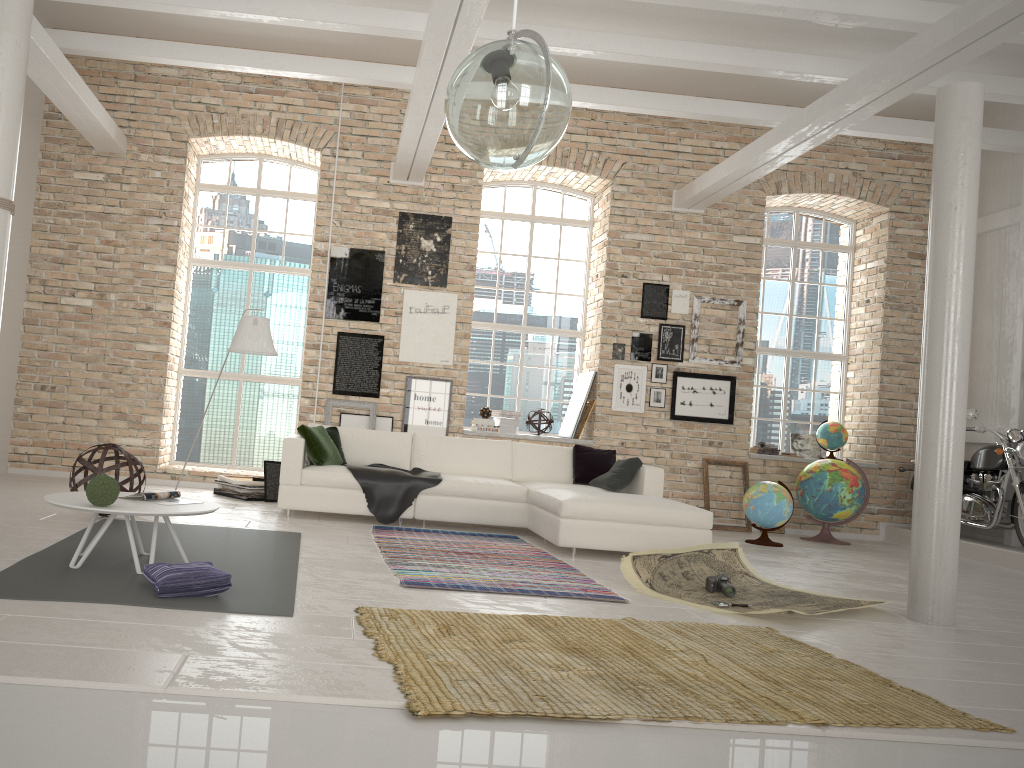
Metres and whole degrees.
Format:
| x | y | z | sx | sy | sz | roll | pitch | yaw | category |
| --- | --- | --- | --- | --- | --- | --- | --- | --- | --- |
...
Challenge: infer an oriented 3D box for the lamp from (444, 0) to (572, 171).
| x | y | z | sx | sy | sz | roll | pitch | yaw | category |
| --- | --- | --- | --- | --- | --- | --- | --- | --- | --- |
| 0.023 | -1.623 | 3.556 | 0.513 | 1.598 | 0.491 | 4 | -3 | 7 | lamp |

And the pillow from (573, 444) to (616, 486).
| x | y | z | sx | sy | sz | roll | pitch | yaw | category |
| --- | --- | --- | --- | --- | --- | --- | --- | --- | --- |
| 0.771 | 0.772 | 8.307 | 0.423 | 0.390 | 0.244 | 5 | -3 | -5 | pillow |

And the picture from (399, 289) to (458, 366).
| x | y | z | sx | sy | sz | roll | pitch | yaw | category |
| --- | --- | --- | --- | --- | --- | --- | --- | --- | --- |
| -0.909 | -0.612 | 9.675 | 0.585 | 0.784 | 0.037 | 5 | -2 | -3 | picture |

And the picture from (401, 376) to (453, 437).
| x | y | z | sx | sy | sz | roll | pitch | yaw | category |
| --- | --- | --- | --- | --- | --- | --- | --- | --- | --- |
| -0.923 | 0.308 | 9.640 | 0.514 | 0.756 | 0.012 | 5 | -2 | -3 | picture |

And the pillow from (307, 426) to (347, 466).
| x | y | z | sx | sy | sz | roll | pitch | yaw | category |
| --- | --- | --- | --- | --- | --- | --- | --- | --- | --- |
| -1.714 | 0.563 | 8.115 | 0.335 | 0.365 | 0.384 | 2 | -3 | 39 | pillow |

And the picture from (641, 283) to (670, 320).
| x | y | z | sx | sy | sz | roll | pitch | yaw | category |
| --- | --- | --- | --- | --- | --- | --- | --- | --- | --- |
| 1.580 | -0.911 | 9.836 | 0.293 | 0.394 | 0.019 | 5 | -2 | -3 | picture |

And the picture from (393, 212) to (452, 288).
| x | y | z | sx | sy | sz | roll | pitch | yaw | category |
| --- | --- | --- | --- | --- | --- | --- | --- | --- | --- |
| -0.972 | -1.463 | 9.723 | 0.583 | 0.783 | 0.037 | 5 | -2 | -3 | picture |

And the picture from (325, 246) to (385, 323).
| x | y | z | sx | sy | sz | roll | pitch | yaw | category |
| --- | --- | --- | --- | --- | --- | --- | --- | --- | --- |
| -1.696 | -1.078 | 9.652 | 0.586 | 0.785 | 0.037 | 5 | -2 | -3 | picture |

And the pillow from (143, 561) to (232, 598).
| x | y | z | sx | sy | sz | roll | pitch | yaw | category |
| --- | --- | --- | --- | --- | --- | --- | --- | --- | --- |
| -1.542 | 0.932 | 4.220 | 0.333 | 0.164 | 0.375 | 6 | -3 | -32 | pillow |

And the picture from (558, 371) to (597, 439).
| x | y | z | sx | sy | sz | roll | pitch | yaw | category |
| --- | --- | --- | --- | --- | --- | --- | --- | --- | --- |
| 0.739 | 0.240 | 10.053 | 0.241 | 0.763 | 0.597 | 5 | -3 | -10 | picture |

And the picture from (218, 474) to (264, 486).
| x | y | z | sx | sy | sz | roll | pitch | yaw | category |
| --- | --- | --- | --- | --- | --- | --- | --- | --- | --- |
| -2.514 | 0.978 | 9.015 | 0.740 | 0.048 | 0.621 | 6 | -3 | -29 | picture |

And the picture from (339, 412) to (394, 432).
| x | y | z | sx | sy | sz | roll | pitch | yaw | category |
| --- | --- | --- | --- | --- | --- | --- | --- | --- | --- |
| -1.571 | 0.610 | 9.525 | 0.571 | 0.568 | 0.148 | 5 | -3 | -4 | picture |

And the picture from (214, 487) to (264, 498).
| x | y | z | sx | sy | sz | roll | pitch | yaw | category |
| --- | --- | --- | --- | --- | --- | --- | --- | --- | --- |
| -2.541 | 1.092 | 9.051 | 0.623 | 0.048 | 0.737 | 3 | -3 | 29 | picture |

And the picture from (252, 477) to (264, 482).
| x | y | z | sx | sy | sz | roll | pitch | yaw | category |
| --- | --- | --- | --- | --- | --- | --- | --- | --- | --- |
| -2.407 | 0.967 | 9.048 | 0.304 | 0.048 | 0.368 | 4 | -3 | 20 | picture |

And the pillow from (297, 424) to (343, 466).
| x | y | z | sx | sy | sz | roll | pitch | yaw | category |
| --- | --- | --- | --- | --- | --- | --- | --- | --- | --- |
| -1.687 | 0.536 | 7.835 | 0.318 | 0.343 | 0.399 | 4 | -3 | 17 | pillow |

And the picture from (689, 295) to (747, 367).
| x | y | z | sx | sy | sz | roll | pitch | yaw | category |
| --- | --- | --- | --- | --- | --- | --- | --- | --- | --- |
| 2.274 | -0.580 | 9.860 | 0.599 | 0.749 | 0.025 | 5 | -2 | -3 | picture |

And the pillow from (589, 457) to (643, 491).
| x | y | z | sx | sy | sz | roll | pitch | yaw | category |
| --- | --- | --- | --- | --- | --- | --- | --- | --- | --- |
| 0.920 | 0.782 | 7.897 | 0.329 | 0.305 | 0.431 | 5 | -3 | -18 | pillow |

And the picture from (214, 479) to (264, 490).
| x | y | z | sx | sy | sz | roll | pitch | yaw | category |
| --- | --- | --- | --- | --- | --- | --- | --- | --- | --- |
| -2.523 | 1.016 | 9.041 | 0.628 | 0.048 | 0.730 | 2 | -4 | 41 | picture |

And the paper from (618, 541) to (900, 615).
| x | y | z | sx | sy | sz | roll | pitch | yaw | category |
| --- | --- | --- | --- | --- | --- | --- | --- | --- | --- |
| 1.505 | 1.166 | 5.357 | 1.369 | 0.265 | 1.134 | 7 | -4 | -42 | paper |

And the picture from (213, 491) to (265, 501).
| x | y | z | sx | sy | sz | roll | pitch | yaw | category |
| --- | --- | --- | --- | --- | --- | --- | --- | --- | --- |
| -2.529 | 1.129 | 9.017 | 0.628 | 0.048 | 0.732 | 2 | -4 | 43 | picture |

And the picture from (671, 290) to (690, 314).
| x | y | z | sx | sy | sz | roll | pitch | yaw | category |
| --- | --- | --- | --- | --- | --- | --- | --- | --- | --- |
| 1.862 | -0.907 | 9.857 | 0.192 | 0.259 | 0.012 | 5 | -2 | -3 | picture |

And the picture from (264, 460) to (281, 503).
| x | y | z | sx | sy | sz | roll | pitch | yaw | category |
| --- | --- | --- | --- | --- | --- | --- | --- | --- | --- |
| -2.273 | 0.964 | 8.741 | 0.313 | 0.404 | 0.203 | 6 | -3 | -28 | picture |

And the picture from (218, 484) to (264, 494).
| x | y | z | sx | sy | sz | roll | pitch | yaw | category |
| --- | --- | --- | --- | --- | --- | --- | --- | --- | --- |
| -2.498 | 1.057 | 9.036 | 0.733 | 0.048 | 0.626 | 7 | -4 | -37 | picture |

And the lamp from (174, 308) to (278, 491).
| x | y | z | sx | sy | sz | roll | pitch | yaw | category |
| --- | --- | --- | --- | --- | --- | --- | --- | --- | --- |
| -2.585 | 0.201 | 7.992 | 1.061 | 1.775 | 0.425 | 3 | -3 | 28 | lamp |

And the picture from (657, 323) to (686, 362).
| x | y | z | sx | sy | sz | roll | pitch | yaw | category |
| --- | --- | --- | --- | --- | --- | --- | --- | --- | --- |
| 1.756 | -0.453 | 9.825 | 0.289 | 0.409 | 0.010 | 5 | -2 | -3 | picture |

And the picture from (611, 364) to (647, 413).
| x | y | z | sx | sy | sz | roll | pitch | yaw | category |
| --- | --- | --- | --- | --- | --- | --- | --- | --- | --- |
| 1.287 | 0.050 | 9.781 | 0.363 | 0.513 | 0.013 | 5 | -2 | -3 | picture |

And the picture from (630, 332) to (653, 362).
| x | y | z | sx | sy | sz | roll | pitch | yaw | category |
| --- | --- | --- | --- | --- | --- | --- | --- | --- | --- |
| 1.425 | -0.407 | 9.810 | 0.228 | 0.306 | 0.014 | 5 | -2 | -3 | picture |

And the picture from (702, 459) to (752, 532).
| x | y | z | sx | sy | sz | roll | pitch | yaw | category |
| --- | --- | --- | --- | --- | --- | --- | --- | --- | --- |
| 2.339 | 1.210 | 9.699 | 0.501 | 0.747 | 0.224 | 5 | -3 | -5 | picture |

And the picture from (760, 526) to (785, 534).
| x | y | z | sx | sy | sz | roll | pitch | yaw | category |
| --- | --- | --- | --- | --- | --- | --- | --- | --- | --- |
| 2.855 | 1.460 | 9.800 | 0.265 | 0.350 | 0.096 | 5 | -3 | -4 | picture |

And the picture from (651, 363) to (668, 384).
| x | y | z | sx | sy | sz | roll | pitch | yaw | category |
| --- | --- | --- | --- | --- | --- | --- | --- | --- | --- |
| 1.620 | -0.115 | 9.812 | 0.174 | 0.213 | 0.011 | 5 | -2 | -3 | picture |

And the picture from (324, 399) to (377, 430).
| x | y | z | sx | sy | sz | roll | pitch | yaw | category |
| --- | --- | --- | --- | --- | --- | --- | --- | --- | --- |
| -1.720 | 0.465 | 9.455 | 0.539 | 0.582 | 0.286 | 5 | -3 | -5 | picture |

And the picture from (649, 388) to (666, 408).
| x | y | z | sx | sy | sz | roll | pitch | yaw | category |
| --- | --- | --- | --- | --- | --- | --- | --- | --- | --- |
| 1.599 | 0.152 | 9.801 | 0.174 | 0.213 | 0.011 | 5 | -2 | -3 | picture |

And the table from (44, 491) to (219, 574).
| x | y | z | sx | sy | sz | roll | pitch | yaw | category |
| --- | --- | --- | --- | --- | --- | --- | --- | --- | --- |
| -2.053 | 0.802 | 4.804 | 0.931 | 0.342 | 0.892 | 4 | -3 | 7 | table |

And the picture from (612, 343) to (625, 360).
| x | y | z | sx | sy | sz | roll | pitch | yaw | category |
| --- | --- | --- | --- | --- | --- | --- | --- | --- | --- |
| 1.173 | -0.357 | 9.793 | 0.134 | 0.178 | 0.008 | 4 | -2 | 2 | picture |

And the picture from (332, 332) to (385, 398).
| x | y | z | sx | sy | sz | roll | pitch | yaw | category |
| --- | --- | --- | --- | --- | --- | --- | --- | --- | --- |
| -1.659 | -0.206 | 9.635 | 0.507 | 0.680 | 0.065 | 5 | -2 | -3 | picture |

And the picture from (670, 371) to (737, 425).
| x | y | z | sx | sy | sz | roll | pitch | yaw | category |
| --- | --- | --- | --- | --- | --- | --- | --- | --- | --- |
| 2.105 | 0.154 | 9.823 | 0.708 | 0.535 | 0.032 | 5 | -2 | -3 | picture |
